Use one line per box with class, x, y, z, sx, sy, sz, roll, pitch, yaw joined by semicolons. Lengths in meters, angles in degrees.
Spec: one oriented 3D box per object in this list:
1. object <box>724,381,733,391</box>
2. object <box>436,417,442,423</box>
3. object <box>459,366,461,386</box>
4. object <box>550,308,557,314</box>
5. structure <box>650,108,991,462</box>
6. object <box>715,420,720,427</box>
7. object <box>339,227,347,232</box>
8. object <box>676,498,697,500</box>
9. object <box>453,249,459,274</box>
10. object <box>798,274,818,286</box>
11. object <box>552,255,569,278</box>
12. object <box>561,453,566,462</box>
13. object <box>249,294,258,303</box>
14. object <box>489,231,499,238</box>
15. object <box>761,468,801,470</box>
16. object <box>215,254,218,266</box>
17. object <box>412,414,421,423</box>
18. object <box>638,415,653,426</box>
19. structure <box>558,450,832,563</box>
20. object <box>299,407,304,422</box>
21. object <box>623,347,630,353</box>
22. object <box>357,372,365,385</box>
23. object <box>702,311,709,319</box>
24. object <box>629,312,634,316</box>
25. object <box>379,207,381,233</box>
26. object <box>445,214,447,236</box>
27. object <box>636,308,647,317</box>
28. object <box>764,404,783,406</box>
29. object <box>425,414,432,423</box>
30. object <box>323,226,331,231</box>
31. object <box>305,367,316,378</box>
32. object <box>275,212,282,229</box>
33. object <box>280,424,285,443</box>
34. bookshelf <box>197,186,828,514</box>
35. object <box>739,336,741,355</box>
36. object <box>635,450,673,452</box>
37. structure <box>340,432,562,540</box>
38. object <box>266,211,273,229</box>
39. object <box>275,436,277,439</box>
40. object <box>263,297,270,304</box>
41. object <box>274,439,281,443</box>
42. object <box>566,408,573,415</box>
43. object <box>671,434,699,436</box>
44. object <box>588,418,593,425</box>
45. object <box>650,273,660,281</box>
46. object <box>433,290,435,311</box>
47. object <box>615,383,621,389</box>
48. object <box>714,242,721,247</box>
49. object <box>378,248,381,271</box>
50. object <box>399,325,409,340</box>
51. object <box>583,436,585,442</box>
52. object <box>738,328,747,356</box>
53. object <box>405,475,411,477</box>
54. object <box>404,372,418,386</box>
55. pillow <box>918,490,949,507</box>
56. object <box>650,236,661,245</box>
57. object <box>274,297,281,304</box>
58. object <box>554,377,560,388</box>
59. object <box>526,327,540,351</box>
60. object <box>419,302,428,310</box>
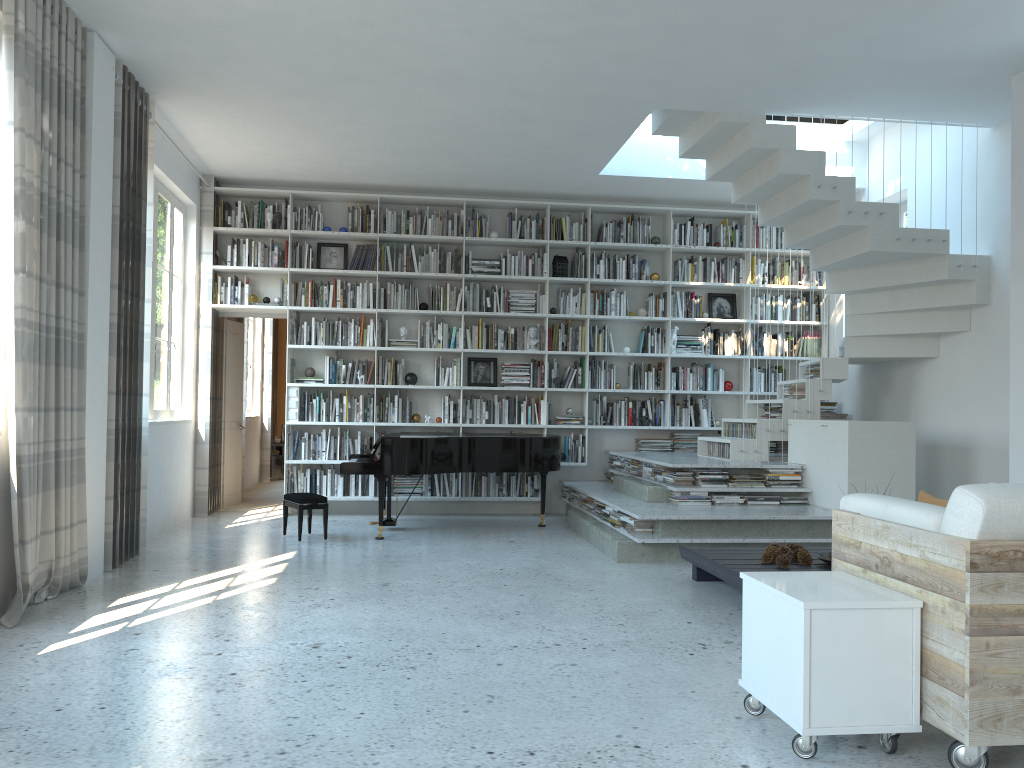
object;2.237;0.025;9.204;0.115;0.116;0.115;2;-2;-29
object;-0.726;0.359;8.807;0.061;0.062;0.061;0;-2;42
object;-0.527;-0.078;8.912;0.017;0.216;0.103;1;-1;-7
object;0.414;-0.732;8.915;0.071;0.072;0.071;0;-2;42
structure;2.195;-0.712;7.423;2.613;3.381;1.954;1;-1;-7
object;2.124;0.411;9.207;0.071;0.072;0.071;0;-2;42
object;-1.661;-1.504;8.738;0.082;0.083;0.082;2;-2;-29
object;1.384;0.894;6.926;0.204;0.004;0.140;1;-2;-4
object;-0.547;-1.204;8.764;0.075;0.254;0.075;1;-1;-28
object;3.076;-1.076;9.222;0.203;0.137;0.095;1;-1;9
object;0.488;-1.180;8.960;0.135;0.248;0.135;1;-1;-17
object;0.494;0.737;8.889;0.093;0.095;0.094;0;-2;42
object;-2.503;-0.826;8.591;0.086;0.088;0.087;0;-2;42
object;-0.184;-1.487;8.912;0.105;0.106;0.104;2;-2;-29
object;2.151;0.668;7.132;0.284;0.030;0.177;1;-2;-7
object;-2.879;-1.266;8.603;0.035;0.295;0.176;1;-1;-7
object;-0.954;0.341;8.821;0.091;0.092;0.091;2;-2;-29
object;1.353;0.372;8.947;0.160;0.114;0.064;1;-1;-20
structure;1.985;0.989;7.755;2.899;0.659;3.113;1;-2;-7
object;-2.032;0.291;8.557;0.045;0.146;0.045;0;-1;31
object;1.171;-0.343;9.053;0.071;0.072;0.071;0;-2;42
object;-1.471;-0.063;8.613;0.081;0.140;0.044;1;-1;-23
object;1.989;-0.705;9.180;0.091;0.092;0.091;0;-2;42
object;1.221;-0.708;9.088;0.068;0.068;0.068;2;-2;-29
object;-1.311;-1.597;8.821;0.012;0.285;0.159;1;-1;-7
object;-0.662;-1.566;8.899;0.010;0.246;0.157;1;-1;-7
object;1.333;-0.726;9.126;0.111;0.113;0.111;2;-2;-29
object;2.455;0.193;8.250;0.161;0.025;0.174;1;-2;-3
object;-0.827;0.341;8.771;0.060;0.095;0.078;1;-1;10
object;-1.817;-1.507;8.719;0.082;0.083;0.082;2;-2;-29
object;-1.978;-0.111;8.690;0.105;0.106;0.105;2;-2;-29
object;-2.255;-1.564;8.553;0.067;0.198;0.067;0;-1;35
object;-3.304;0.718;12.812;0.091;0.268;0.091;0;-1;39
bookshelf;0.119;-0.237;8.912;6.297;3.142;0.330;1;-1;-7
object;2.352;-0.388;9.246;0.022;0.211;0.179;1;-1;-7
object;1.455;0.689;9.120;0.345;0.007;0.193;1;-2;-12
structure;-0.488;0.857;7.754;1.918;0.832;1.335;1;-2;-7
object;-2.336;-1.565;8.543;0.067;0.198;0.067;0;-1;35
object;-3.446;0.798;12.809;0.106;0.103;0.106;1;-1;0
object;-2.394;-0.815;8.654;0.071;0.072;0.071;2;-2;-29
object;-3.370;0.818;12.703;0.118;0.061;0.118;1;-2;0
object;0.580;0.277;8.921;0.071;0.072;0.071;0;-2;42
object;1.791;0.527;9.177;0.254;0.006;0.161;1;-2;-7
object;0.792;0.384;9.025;0.071;0.072;0.071;0;-2;42
object;1.461;-1.088;9.065;0.100;0.101;0.100;2;-2;-29
object;-0.785;-0.824;8.881;0.010;0.225;0.142;1;-1;-7
object;1.075;0.024;9.071;0.071;0.072;0.071;0;-2;42
object;2.117;-1.428;9.145;0.071;0.072;0.071;0;-2;42
object;-1.317;-1.215;8.814;0.012;0.254;0.161;1;-1;-7
object;-1.080;-0.512;8.829;0.095;0.157;0.121;1;-1;7
object;0.727;0.660;8.953;0.011;0.260;0.142;1;-1;-7
object;2.368;-0.428;9.110;0.087;0.288;0.075;0;-1;28
object;-1.028;0.873;8.777;0.086;0.087;0.086;2;-2;-29
object;-1.002;-0.048;8.811;0.133;0.135;0.134;0;-2;42
pillow;1.493;0.532;2.954;0.200;0.339;0.463;1;-1;-13
object;1.467;-1.456;9.065;0.104;0.105;0.104;0;-2;42
object;-2.287;-0.813;8.647;0.071;0.072;0.071;2;-2;-29
object;0.449;-0.013;8.849;0.054;0.113;0.079;1;-1;-8
object;0.210;-0.448;8.850;0.137;0.244;0.138;2;-2;-42
object;-0.879;-0.763;8.818;0.097;0.098;0.097;0;-2;42
